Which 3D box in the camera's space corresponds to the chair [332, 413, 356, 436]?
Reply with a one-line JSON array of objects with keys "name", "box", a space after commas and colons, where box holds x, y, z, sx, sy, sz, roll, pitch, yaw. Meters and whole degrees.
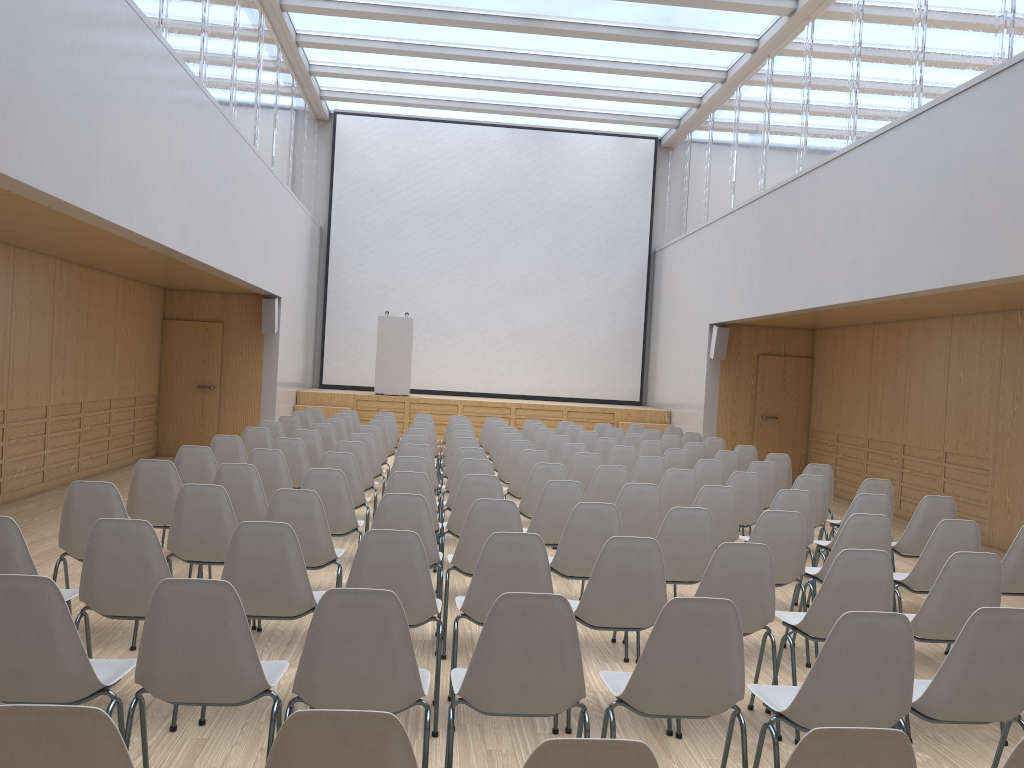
[{"name": "chair", "box": [-2.261, 0.819, 11.847, 0.479, 0.876, 0.505, 3, 1, -5]}]

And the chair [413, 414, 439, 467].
[{"name": "chair", "box": [-1.303, 0.857, 12.932, 0.479, 0.876, 0.505, 3, 1, -5]}]

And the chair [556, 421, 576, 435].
[{"name": "chair", "box": [0.755, 0.972, 13.126, 0.479, 0.876, 0.505, 3, 1, -5]}]

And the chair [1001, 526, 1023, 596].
[{"name": "chair", "box": [2.957, 1.214, 5.269, 0.479, 0.876, 0.505, 3, 1, -5]}]

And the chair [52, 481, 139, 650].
[{"name": "chair", "box": [-2.187, 0.929, 4.789, 0.479, 0.876, 0.505, 3, 1, -5]}]

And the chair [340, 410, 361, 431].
[{"name": "chair", "box": [-2.347, 0.801, 12.761, 0.479, 0.876, 0.505, 3, 1, -5]}]

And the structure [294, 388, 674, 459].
[{"name": "structure", "box": [-0.505, 0.801, 16.080, 6.552, 1.027, 2.728, 3, 1, -5]}]

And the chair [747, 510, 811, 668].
[{"name": "chair", "box": [1.443, 1.130, 5.140, 0.479, 0.876, 0.505, 3, 1, -5]}]

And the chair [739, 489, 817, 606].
[{"name": "chair", "box": [1.846, 1.137, 6.177, 0.479, 0.876, 0.505, 3, 1, -5]}]

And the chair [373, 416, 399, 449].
[{"name": "chair", "box": [-1.733, 0.849, 11.852, 0.479, 0.876, 0.505, 3, 1, -5]}]

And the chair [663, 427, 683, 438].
[{"name": "chair", "box": [2.334, 1.059, 13.242, 0.479, 0.876, 0.505, 3, 1, -5]}]

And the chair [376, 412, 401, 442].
[{"name": "chair", "box": [-1.836, 0.828, 12.846, 0.479, 0.876, 0.505, 3, 1, -5]}]

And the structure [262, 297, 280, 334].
[{"name": "structure", "box": [-3.569, -1.015, 13.088, 0.196, 0.542, 0.368, 3, 1, -5]}]

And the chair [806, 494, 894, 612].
[{"name": "chair", "box": [2.365, 1.167, 6.181, 0.479, 0.876, 0.505, 3, 1, -5]}]

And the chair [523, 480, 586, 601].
[{"name": "chair", "box": [0.291, 1.052, 5.963, 0.479, 0.876, 0.505, 3, 1, -5]}]

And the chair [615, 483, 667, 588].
[{"name": "chair", "box": [0.801, 1.080, 6.048, 0.479, 0.876, 0.505, 3, 1, -5]}]

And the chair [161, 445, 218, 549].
[{"name": "chair", "box": [-2.381, 0.888, 6.801, 0.479, 0.876, 0.505, 3, 1, -5]}]

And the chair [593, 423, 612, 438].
[{"name": "chair", "box": [1.291, 1.002, 13.153, 0.479, 0.876, 0.505, 3, 1, -5]}]

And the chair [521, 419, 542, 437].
[{"name": "chair", "box": [0.267, 0.945, 13.026, 0.479, 0.876, 0.505, 3, 1, -5]}]

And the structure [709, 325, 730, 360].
[{"name": "structure", "box": [3.190, -0.640, 13.664, 0.196, 0.542, 0.368, 3, 1, -5]}]

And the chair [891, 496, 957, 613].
[{"name": "chair", "box": [2.864, 1.194, 6.292, 0.479, 0.876, 0.505, 3, 1, -5]}]

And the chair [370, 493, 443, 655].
[{"name": "chair", "box": [-0.620, 1.015, 4.982, 0.479, 0.876, 0.505, 3, 1, -5]}]

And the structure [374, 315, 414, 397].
[{"name": "structure", "box": [-2.079, -0.488, 15.697, 0.605, 1.379, 0.605, 3, 1, -5]}]

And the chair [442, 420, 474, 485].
[{"name": "chair", "box": [-0.692, 0.907, 11.941, 0.479, 0.876, 0.505, 3, 1, -5]}]

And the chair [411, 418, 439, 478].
[{"name": "chair", "box": [-1.218, 0.877, 11.955, 0.479, 0.876, 0.505, 3, 1, -5]}]

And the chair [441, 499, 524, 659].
[{"name": "chair", "box": [-0.134, 1.043, 4.965, 0.479, 0.876, 0.505, 3, 1, -5]}]

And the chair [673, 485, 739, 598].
[{"name": "chair", "box": [1.326, 1.108, 6.151, 0.479, 0.876, 0.505, 3, 1, -5]}]

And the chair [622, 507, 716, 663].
[{"name": "chair", "box": [0.924, 1.101, 5.076, 0.479, 0.876, 0.505, 3, 1, -5]}]

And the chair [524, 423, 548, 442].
[{"name": "chair", "box": [0.304, 0.961, 12.094, 0.479, 0.876, 0.505, 3, 1, -5]}]

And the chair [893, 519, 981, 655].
[{"name": "chair", "box": [2.440, 1.186, 5.184, 0.479, 0.876, 0.505, 3, 1, -5]}]

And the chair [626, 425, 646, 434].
[{"name": "chair", "box": [1.790, 1.029, 13.224, 0.479, 0.876, 0.505, 3, 1, -5]}]

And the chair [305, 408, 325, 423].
[{"name": "chair", "box": [-2.845, 0.772, 12.801, 0.479, 0.876, 0.505, 3, 1, -5]}]

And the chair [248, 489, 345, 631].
[{"name": "chair", "box": [-1.178, 0.984, 4.916, 0.479, 0.876, 0.505, 3, 1, -5]}]

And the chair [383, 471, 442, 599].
[{"name": "chair", "box": [-0.703, 0.996, 5.960, 0.479, 0.876, 0.505, 3, 1, -5]}]

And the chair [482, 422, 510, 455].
[{"name": "chair", "box": [-0.197, 0.934, 12.023, 0.479, 0.876, 0.505, 3, 1, -5]}]

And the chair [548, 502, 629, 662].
[{"name": "chair", "box": [0.412, 1.073, 5.052, 0.479, 0.876, 0.505, 3, 1, -5]}]

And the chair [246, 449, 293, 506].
[{"name": "chair", "box": [-1.872, 0.916, 6.864, 0.479, 0.876, 0.505, 3, 1, -5]}]

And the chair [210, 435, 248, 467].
[{"name": "chair", "box": [-2.472, 0.868, 7.816, 0.479, 0.876, 0.505, 3, 1, -5]}]

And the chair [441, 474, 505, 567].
[{"name": "chair", "box": [-0.241, 1.021, 6.028, 0.479, 0.876, 0.505, 3, 1, -5]}]

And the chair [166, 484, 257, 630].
[{"name": "chair", "box": [-1.663, 0.957, 4.903, 0.479, 0.876, 0.505, 3, 1, -5]}]

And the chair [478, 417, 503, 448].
[{"name": "chair", "box": [-0.301, 0.913, 12.998, 0.479, 0.876, 0.505, 3, 1, -5]}]

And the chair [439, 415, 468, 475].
[{"name": "chair", "box": [-0.808, 0.885, 13.003, 0.479, 0.876, 0.505, 3, 1, -5]}]

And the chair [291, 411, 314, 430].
[{"name": "chair", "box": [-2.790, 0.789, 11.830, 0.479, 0.876, 0.505, 3, 1, -5]}]

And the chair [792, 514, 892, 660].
[{"name": "chair", "box": [1.953, 1.158, 5.211, 0.479, 0.876, 0.505, 3, 1, -5]}]
